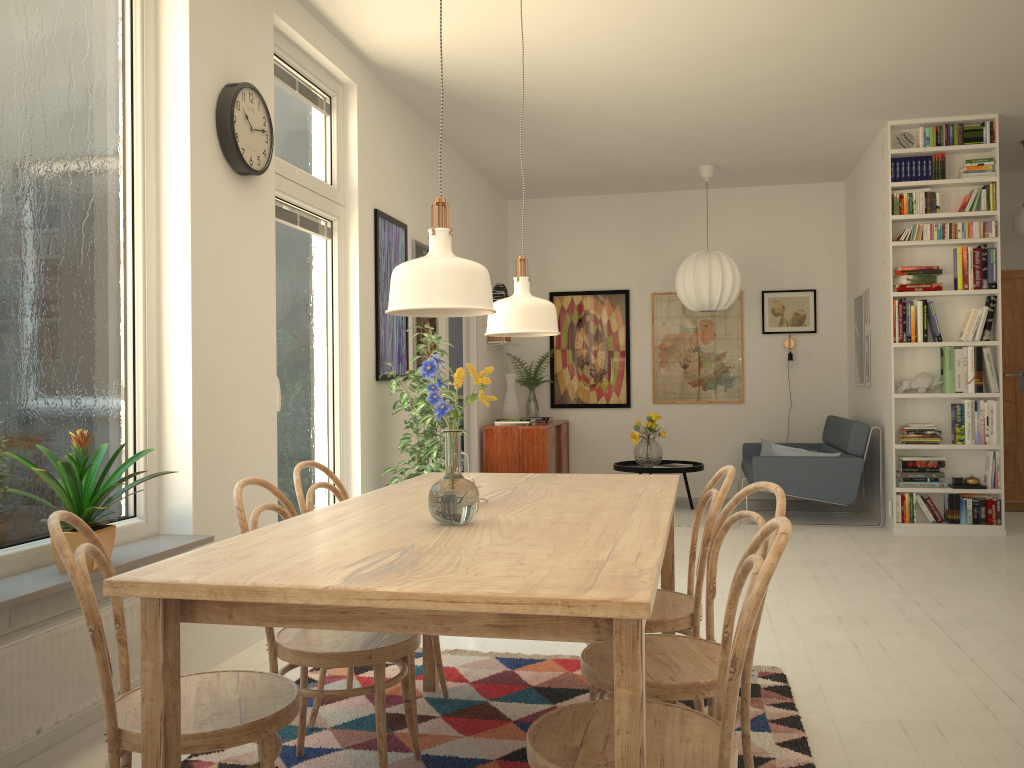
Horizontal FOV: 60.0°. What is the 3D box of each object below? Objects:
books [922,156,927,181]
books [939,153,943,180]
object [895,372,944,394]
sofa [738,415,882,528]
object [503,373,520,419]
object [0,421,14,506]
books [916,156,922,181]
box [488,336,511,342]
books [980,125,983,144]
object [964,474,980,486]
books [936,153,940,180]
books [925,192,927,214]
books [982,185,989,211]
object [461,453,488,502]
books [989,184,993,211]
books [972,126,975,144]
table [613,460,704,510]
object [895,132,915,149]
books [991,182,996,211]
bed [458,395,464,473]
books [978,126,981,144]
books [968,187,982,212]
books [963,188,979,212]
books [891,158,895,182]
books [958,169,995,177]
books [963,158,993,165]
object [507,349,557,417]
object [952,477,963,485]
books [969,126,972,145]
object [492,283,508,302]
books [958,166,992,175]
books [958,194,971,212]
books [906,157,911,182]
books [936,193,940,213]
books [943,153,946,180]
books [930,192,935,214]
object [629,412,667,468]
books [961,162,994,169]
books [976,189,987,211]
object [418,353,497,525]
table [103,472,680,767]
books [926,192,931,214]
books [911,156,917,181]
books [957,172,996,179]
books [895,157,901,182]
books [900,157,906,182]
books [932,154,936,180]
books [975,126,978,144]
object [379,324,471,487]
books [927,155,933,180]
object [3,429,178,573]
[{"bbox_3d":[2.911,-1.509,6.304,0.034,0.179,0.188,-1,0,12],"label":"books"},{"bbox_3d":[3.014,-1.516,6.282,0.020,0.191,0.205,-1,0,12],"label":"books"},{"bbox_3d":[2.875,-0.009,6.262,0.311,0.150,0.137,-1,0,20],"label":"object"},{"bbox_3d":[2.377,0.666,7.271,0.964,0.773,1.603,-1,0,12],"label":"sofa"},{"bbox_3d":[-0.006,0.130,7.879,0.158,0.445,0.160,0,-1,-38],"label":"object"},{"bbox_3d":[-1.404,0.279,2.100,0.383,0.561,0.395,-1,0,10],"label":"object"},{"bbox_3d":[2.877,-1.509,6.312,0.034,0.179,0.188,-1,0,12],"label":"books"},{"bbox_3d":[-0.112,-0.416,7.934,0.152,0.084,0.266,-1,0,12],"label":"box"},{"bbox_3d":[3.262,-1.721,6.197,0.017,0.130,0.150,-1,0,12],"label":"books"},{"bbox_3d":[3.649,0.181,5.227,0.778,1.711,2.088,-1,0,-7],"label":"object"},{"bbox_3d":[2.996,-1.516,6.294,0.020,0.191,0.205,-1,0,12],"label":"books"},{"bbox_3d":[2.912,-1.265,6.285,0.013,0.159,0.176,-1,0,12],"label":"books"},{"bbox_3d":[3.310,-1.286,6.228,0.022,0.187,0.186,-1,0,12],"label":"books"},{"bbox_3d":[-0.127,0.249,2.317,0.095,0.138,0.155,-1,0,12],"label":"object"},{"bbox_3d":[3.326,-1.286,6.211,0.014,0.188,0.218,-1,0,12],"label":"books"},{"bbox_3d":[3.211,-1.721,6.208,0.017,0.130,0.150,-1,0,12],"label":"books"},{"bbox_3d":[1.242,0.868,7.516,0.761,0.386,0.761,-1,0,28],"label":"table"},{"bbox_3d":[2.778,-1.715,6.274,0.131,0.131,0.131,-1,0,8],"label":"object"},{"bbox_3d":[3.344,-1.292,6.205,0.022,0.199,0.212,-1,0,12],"label":"books"},{"bbox_3d":[-1.088,0.602,8.477,1.656,0.974,0.933,-1,0,12],"label":"bed"},{"bbox_3d":[3.245,-1.721,6.200,0.017,0.130,0.150,-1,0,12],"label":"books"},{"bbox_3d":[3.237,-1.276,6.231,0.065,0.168,0.228,-1,0,12],"label":"books"},{"bbox_3d":[3.207,-1.273,6.251,0.092,0.165,0.222,-1,0,12],"label":"books"},{"bbox_3d":[2.706,-1.507,6.348,0.034,0.179,0.188,-1,0,12],"label":"books"},{"bbox_3d":[3.250,-1.469,6.231,0.200,0.018,0.208,-1,0,12],"label":"books"},{"bbox_3d":[3.260,-1.542,6.222,0.169,0.032,0.188,-1,0,17],"label":"books"},{"bbox_3d":[0.212,0.007,8.487,0.476,0.686,0.398,-1,0,14],"label":"object"},{"bbox_3d":[3.118,0.678,6.205,0.058,0.055,0.058,-1,0,12],"label":"object"},{"bbox_3d":[3.193,-1.721,6.211,0.017,0.130,0.150,-1,0,12],"label":"books"},{"bbox_3d":[-0.106,-0.794,7.866,0.139,0.200,0.139,0,0,-34],"label":"object"},{"bbox_3d":[3.237,-1.494,6.233,0.173,0.030,0.199,-1,0,2],"label":"books"},{"bbox_3d":[3.177,-1.255,6.269,0.073,0.129,0.200,-1,0,12],"label":"books"},{"bbox_3d":[2.808,-1.508,6.326,0.034,0.179,0.188,-1,0,12],"label":"books"},{"bbox_3d":[2.992,-1.258,6.274,0.020,0.145,0.189,-1,0,12],"label":"books"},{"bbox_3d":[3.037,-1.516,6.289,0.020,0.191,0.205,-1,0,12],"label":"books"},{"bbox_3d":[2.950,-1.263,6.263,0.023,0.153,0.176,-1,0,12],"label":"books"},{"bbox_3d":[1.154,0.476,7.568,0.361,0.471,0.291,0,0,-40],"label":"object"},{"bbox_3d":[3.249,-1.518,6.208,0.179,0.016,0.208,-1,0,17],"label":"books"},{"bbox_3d":[3.279,-1.268,6.217,0.030,0.153,0.199,-1,0,12],"label":"books"},{"bbox_3d":[-0.136,0.123,2.019,0.145,0.388,0.206,0,0,-26],"label":"object"},{"bbox_3d":[-0.046,0.691,2.244,0.894,0.749,1.797,-1,0,12],"label":"table"},{"bbox_3d":[2.934,-1.263,6.301,0.024,0.155,0.206,-1,0,12],"label":"books"},{"bbox_3d":[2.843,-1.508,6.319,0.034,0.179,0.188,-1,0,12],"label":"books"},{"bbox_3d":[3.249,-1.441,6.233,0.214,0.038,0.222,-1,0,12],"label":"books"},{"bbox_3d":[2.740,-1.507,6.341,0.034,0.179,0.188,-1,0,12],"label":"books"},{"bbox_3d":[2.774,-1.508,6.334,0.034,0.179,0.188,-1,0,12],"label":"books"},{"bbox_3d":[2.977,-1.515,6.301,0.020,0.191,0.205,-1,0,12],"label":"books"},{"bbox_3d":[3.228,-1.721,6.204,0.017,0.130,0.150,-1,0,12],"label":"books"},{"bbox_3d":[-0.487,0.371,5.086,0.514,1.424,0.568,0,-1,-35],"label":"object"},{"bbox_3d":[2.945,-1.510,6.297,0.034,0.179,0.188,-1,0,12],"label":"books"},{"bbox_3d":[-1.267,0.346,2.696,0.417,0.425,0.487,-1,0,19],"label":"object"}]
